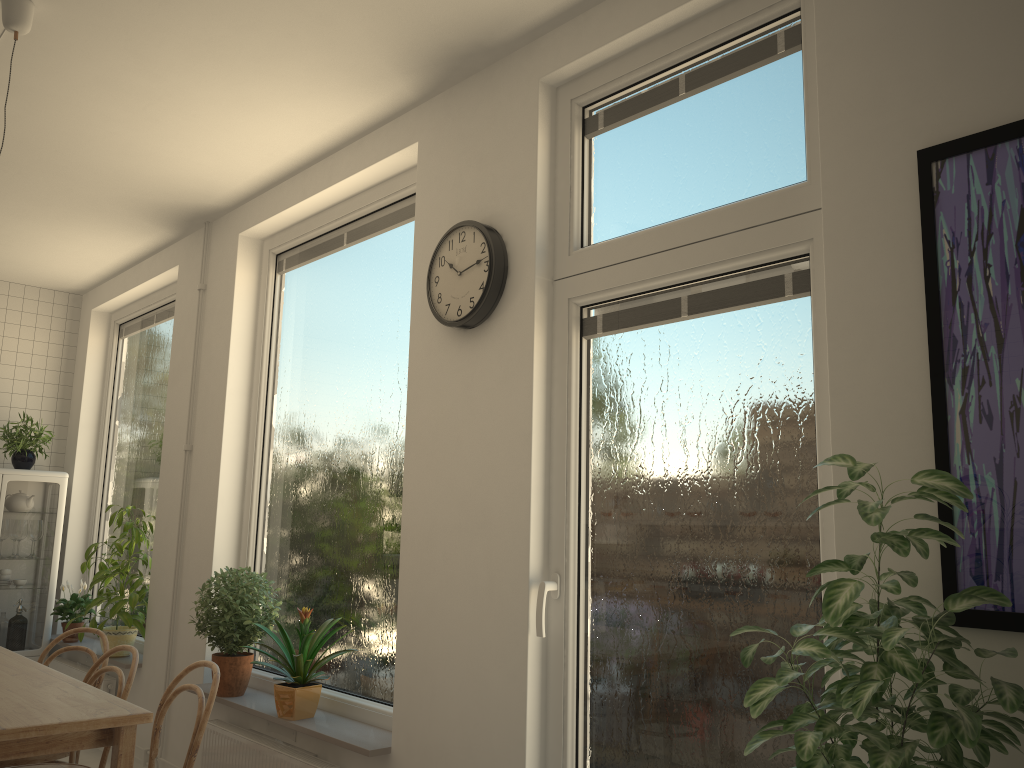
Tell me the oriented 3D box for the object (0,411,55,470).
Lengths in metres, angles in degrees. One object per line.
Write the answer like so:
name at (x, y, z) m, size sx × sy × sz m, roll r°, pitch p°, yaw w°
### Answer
object at (-3.225, 0.380, 5.857) m, size 0.371 × 0.385 × 0.372 m, roll 6°, pitch -11°, yaw -23°

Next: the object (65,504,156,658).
object at (-2.206, 1.102, 4.979) m, size 0.615 × 0.842 × 0.485 m, roll -4°, pitch -11°, yaw 27°

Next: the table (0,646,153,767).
table at (-1.924, 1.306, 2.723) m, size 0.894 × 0.750 × 1.796 m, roll 10°, pitch -13°, yaw -41°

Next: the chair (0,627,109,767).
chair at (-1.871, 1.394, 3.472) m, size 0.385 × 0.812 × 0.483 m, roll -2°, pitch -10°, yaw 20°

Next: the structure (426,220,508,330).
structure at (-0.163, -0.374, 3.040) m, size 0.074 × 0.372 × 0.371 m, roll 10°, pitch -13°, yaw -42°

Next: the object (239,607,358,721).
object at (-0.842, 1.097, 3.496) m, size 0.417 × 0.425 × 0.486 m, roll 8°, pitch -12°, yaw -35°

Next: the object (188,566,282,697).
object at (-1.245, 1.097, 3.961) m, size 0.383 × 0.561 × 0.394 m, roll 11°, pitch -13°, yaw -43°

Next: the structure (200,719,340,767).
structure at (-0.969, 1.570, 3.537) m, size 0.113 × 0.279 × 1.028 m, roll 10°, pitch -13°, yaw -41°

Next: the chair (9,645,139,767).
chair at (-1.563, 1.322, 3.004) m, size 0.483 × 0.812 × 0.385 m, roll 11°, pitch -14°, yaw -44°

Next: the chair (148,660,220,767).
chair at (-1.170, 1.279, 2.686) m, size 0.483 × 0.812 × 0.385 m, roll 9°, pitch -13°, yaw -39°

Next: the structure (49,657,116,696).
structure at (-2.542, 1.818, 5.246) m, size 0.113 × 0.276 × 1.015 m, roll 10°, pitch -13°, yaw -41°

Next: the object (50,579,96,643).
object at (-3.045, 0.982, 5.490) m, size 0.942 × 1.209 × 0.261 m, roll 6°, pitch -11°, yaw -26°

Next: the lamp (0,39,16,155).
lamp at (-1.585, -0.354, 2.685) m, size 0.229 × 1.598 × 0.229 m, roll 3°, pitch -10°, yaw -7°

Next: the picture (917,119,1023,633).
picture at (1.057, -0.042, 1.646) m, size 0.018 × 1.000 × 0.545 m, roll 10°, pitch -13°, yaw -41°

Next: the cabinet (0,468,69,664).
cabinet at (-3.361, 1.337, 5.604) m, size 0.788 × 1.594 × 0.452 m, roll 10°, pitch -13°, yaw -41°

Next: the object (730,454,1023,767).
object at (0.646, 0.827, 1.489) m, size 0.568 × 1.426 × 0.513 m, roll 1°, pitch -10°, yaw 1°
